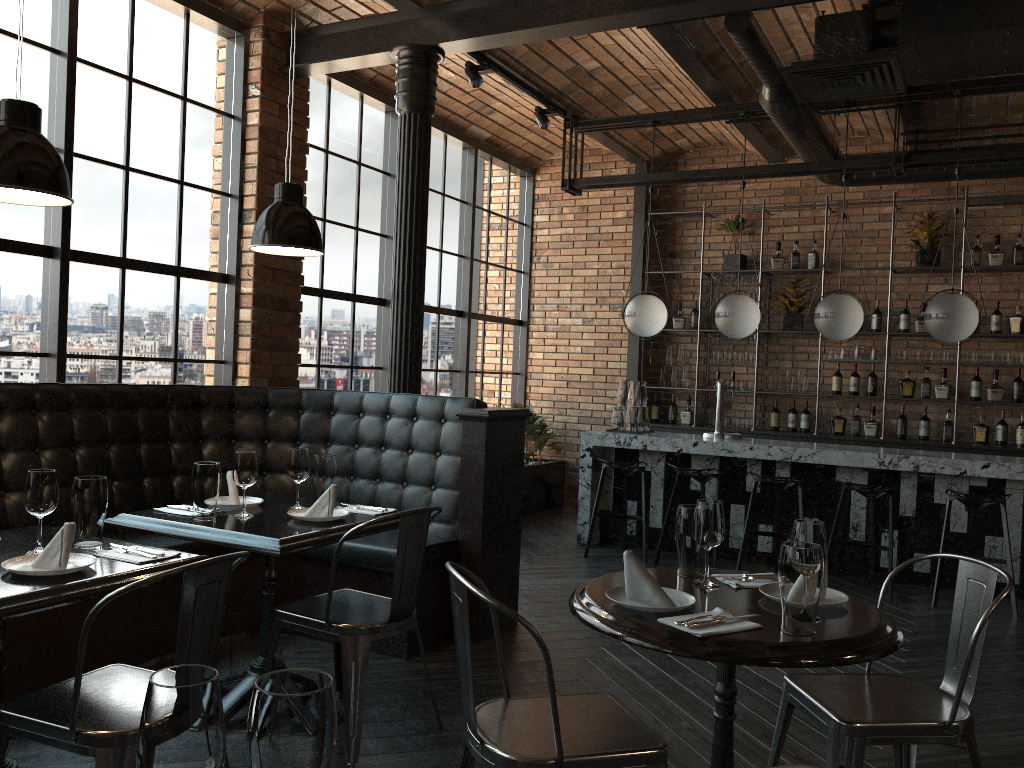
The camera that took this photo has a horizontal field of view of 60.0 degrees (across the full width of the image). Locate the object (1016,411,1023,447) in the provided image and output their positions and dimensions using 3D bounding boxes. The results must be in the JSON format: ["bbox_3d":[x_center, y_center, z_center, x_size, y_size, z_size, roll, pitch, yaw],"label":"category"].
[{"bbox_3d":[4.288,0.379,7.454,0.080,0.299,0.080,3,1,30],"label":"object"}]

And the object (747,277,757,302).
[{"bbox_3d":[2.277,-0.889,8.418,0.092,0.244,0.092,3,1,33],"label":"object"}]

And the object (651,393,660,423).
[{"bbox_3d":[1.449,0.242,8.953,0.086,0.299,0.086,2,1,-13],"label":"object"}]

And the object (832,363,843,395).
[{"bbox_3d":[2.991,-0.048,8.145,0.086,0.299,0.086,2,1,-13],"label":"object"}]

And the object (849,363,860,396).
[{"bbox_3d":[3.132,-0.042,8.100,0.086,0.298,0.086,2,1,-13],"label":"object"}]

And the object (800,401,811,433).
[{"bbox_3d":[2.742,0.303,8.275,0.086,0.298,0.086,2,1,-13],"label":"object"}]

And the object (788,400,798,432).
[{"bbox_3d":[2.648,0.298,8.351,0.086,0.298,0.086,2,1,-13],"label":"object"}]

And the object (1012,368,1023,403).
[{"bbox_3d":[4.266,0.012,7.473,0.086,0.299,0.086,2,1,-13],"label":"object"}]

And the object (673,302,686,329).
[{"bbox_3d":[1.666,-0.673,8.824,0.123,0.279,0.123,3,1,17],"label":"object"}]

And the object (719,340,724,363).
[{"bbox_3d":[2.053,-0.329,8.717,0.092,0.244,0.092,3,1,33],"label":"object"}]

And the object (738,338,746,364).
[{"bbox_3d":[2.238,-0.320,8.620,0.092,0.244,0.092,3,1,33],"label":"object"}]

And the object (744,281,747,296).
[{"bbox_3d":[2.262,-0.893,8.612,0.092,0.244,0.092,3,1,33],"label":"object"}]

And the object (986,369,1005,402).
[{"bbox_3d":[4.108,0.016,7.536,0.123,0.279,0.123,3,1,16],"label":"object"}]

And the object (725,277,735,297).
[{"bbox_3d":[2.098,-0.898,8.512,0.092,0.244,0.092,3,1,33],"label":"object"}]

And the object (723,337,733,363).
[{"bbox_3d":[2.074,-0.326,8.520,0.092,0.244,0.092,3,1,33],"label":"object"}]

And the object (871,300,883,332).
[{"bbox_3d":[3.294,-0.604,8.000,0.086,0.298,0.086,2,1,-13],"label":"object"}]

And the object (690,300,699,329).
[{"bbox_3d":[1.812,-0.677,8.767,0.086,0.299,0.086,2,1,-13],"label":"object"}]

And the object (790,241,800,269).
[{"bbox_3d":[2.659,-1.201,8.323,0.083,0.282,0.083,3,1,13],"label":"object"}]

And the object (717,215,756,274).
[{"bbox_3d":[2.174,-1.360,8.609,0.377,0.554,0.422,3,1,15],"label":"object"}]

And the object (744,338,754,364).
[{"bbox_3d":[2.253,-0.317,8.425,0.092,0.244,0.092,3,1,33],"label":"object"}]

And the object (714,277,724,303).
[{"bbox_3d":[2.000,-0.903,8.563,0.092,0.244,0.092,3,1,33],"label":"object"}]

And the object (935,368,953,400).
[{"bbox_3d":[3.759,-0.001,7.720,0.123,0.279,0.123,3,1,41],"label":"object"}]

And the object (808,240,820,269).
[{"bbox_3d":[2.806,-1.194,8.246,0.083,0.282,0.083,3,1,43],"label":"object"}]

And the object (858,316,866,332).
[{"bbox_3d":[3.135,-0.587,8.067,0.151,0.248,0.094,3,1,31],"label":"object"}]

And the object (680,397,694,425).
[{"bbox_3d":[1.747,0.266,8.773,0.123,0.279,0.123,3,1,41],"label":"object"}]

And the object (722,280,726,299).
[{"bbox_3d":[2.077,-0.902,8.709,0.092,0.244,0.092,3,1,33],"label":"object"}]

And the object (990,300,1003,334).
[{"bbox_3d":[4.140,-0.565,7.576,0.086,0.298,0.086,2,1,-13],"label":"object"}]

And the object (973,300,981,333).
[{"bbox_3d":[3.982,-0.573,7.627,0.086,0.299,0.086,2,1,-13],"label":"object"}]

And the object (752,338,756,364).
[{"bbox_3d":[2.330,-0.316,8.571,0.092,0.244,0.092,3,1,33],"label":"object"}]

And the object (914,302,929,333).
[{"bbox_3d":[3.613,-0.579,7.802,0.123,0.279,0.123,3,1,16],"label":"object"}]

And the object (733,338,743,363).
[{"bbox_3d":[2.162,-0.322,8.474,0.092,0.244,0.092,3,1,33],"label":"object"}]

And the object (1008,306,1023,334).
[{"bbox_3d":[4.266,-0.532,7.473,0.094,0.248,0.151,2,1,-34],"label":"object"}]

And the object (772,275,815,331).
[{"bbox_3d":[2.648,-0.748,8.294,0.430,0.526,0.425,3,1,40],"label":"object"}]

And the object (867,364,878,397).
[{"bbox_3d":[3.253,-0.036,8.005,0.086,0.297,0.086,2,1,-13],"label":"object"}]

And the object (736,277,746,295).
[{"bbox_3d":[2.185,-0.894,8.466,0.092,0.244,0.092,3,1,33],"label":"object"}]

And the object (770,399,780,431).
[{"bbox_3d":[2.497,0.292,8.402,0.086,0.299,0.086,2,1,-13],"label":"object"}]

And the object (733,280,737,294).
[{"bbox_3d":[2.174,-0.897,8.658,0.092,0.244,0.092,3,1,33],"label":"object"}]

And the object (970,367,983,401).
[{"bbox_3d":[3.994,0.000,7.621,0.086,0.298,0.086,2,1,-13],"label":"object"}]

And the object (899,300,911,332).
[{"bbox_3d":[3.499,-0.595,7.886,0.086,0.298,0.086,2,1,-13],"label":"object"}]

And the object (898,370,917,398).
[{"bbox_3d":[3.506,0.003,7.867,0.151,0.248,0.094,3,1,17],"label":"object"}]

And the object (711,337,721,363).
[{"bbox_3d":[1.977,-0.330,8.571,0.092,0.244,0.092,3,1,33],"label":"object"}]

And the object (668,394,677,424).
[{"bbox_3d":[1.604,0.249,8.836,0.086,0.297,0.086,2,1,-28],"label":"object"}]

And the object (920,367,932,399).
[{"bbox_3d":[3.643,-0.009,7.796,0.083,0.282,0.083,3,1,28],"label":"object"}]

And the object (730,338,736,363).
[{"bbox_3d":[2.151,-0.324,8.666,0.092,0.244,0.092,3,1,33],"label":"object"}]

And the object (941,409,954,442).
[{"bbox_3d":[3.792,0.362,7.715,0.083,0.282,0.083,3,1,13],"label":"object"}]

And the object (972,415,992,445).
[{"bbox_3d":[4.022,0.391,7.593,0.151,0.248,0.094,3,1,37],"label":"object"}]

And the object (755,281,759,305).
[{"bbox_3d":[2.354,-0.888,8.564,0.092,0.244,0.092,3,1,33],"label":"object"}]

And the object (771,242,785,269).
[{"bbox_3d":[2.521,-1.206,8.398,0.123,0.279,0.123,3,1,16],"label":"object"}]

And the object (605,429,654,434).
[{"bbox_3d":[0.969,0.383,7.270,0.273,0.019,0.437,3,1,28],"label":"object"}]

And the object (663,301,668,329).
[{"bbox_3d":[1.530,-0.691,8.947,0.086,0.298,0.086,2,1,-13],"label":"object"}]
